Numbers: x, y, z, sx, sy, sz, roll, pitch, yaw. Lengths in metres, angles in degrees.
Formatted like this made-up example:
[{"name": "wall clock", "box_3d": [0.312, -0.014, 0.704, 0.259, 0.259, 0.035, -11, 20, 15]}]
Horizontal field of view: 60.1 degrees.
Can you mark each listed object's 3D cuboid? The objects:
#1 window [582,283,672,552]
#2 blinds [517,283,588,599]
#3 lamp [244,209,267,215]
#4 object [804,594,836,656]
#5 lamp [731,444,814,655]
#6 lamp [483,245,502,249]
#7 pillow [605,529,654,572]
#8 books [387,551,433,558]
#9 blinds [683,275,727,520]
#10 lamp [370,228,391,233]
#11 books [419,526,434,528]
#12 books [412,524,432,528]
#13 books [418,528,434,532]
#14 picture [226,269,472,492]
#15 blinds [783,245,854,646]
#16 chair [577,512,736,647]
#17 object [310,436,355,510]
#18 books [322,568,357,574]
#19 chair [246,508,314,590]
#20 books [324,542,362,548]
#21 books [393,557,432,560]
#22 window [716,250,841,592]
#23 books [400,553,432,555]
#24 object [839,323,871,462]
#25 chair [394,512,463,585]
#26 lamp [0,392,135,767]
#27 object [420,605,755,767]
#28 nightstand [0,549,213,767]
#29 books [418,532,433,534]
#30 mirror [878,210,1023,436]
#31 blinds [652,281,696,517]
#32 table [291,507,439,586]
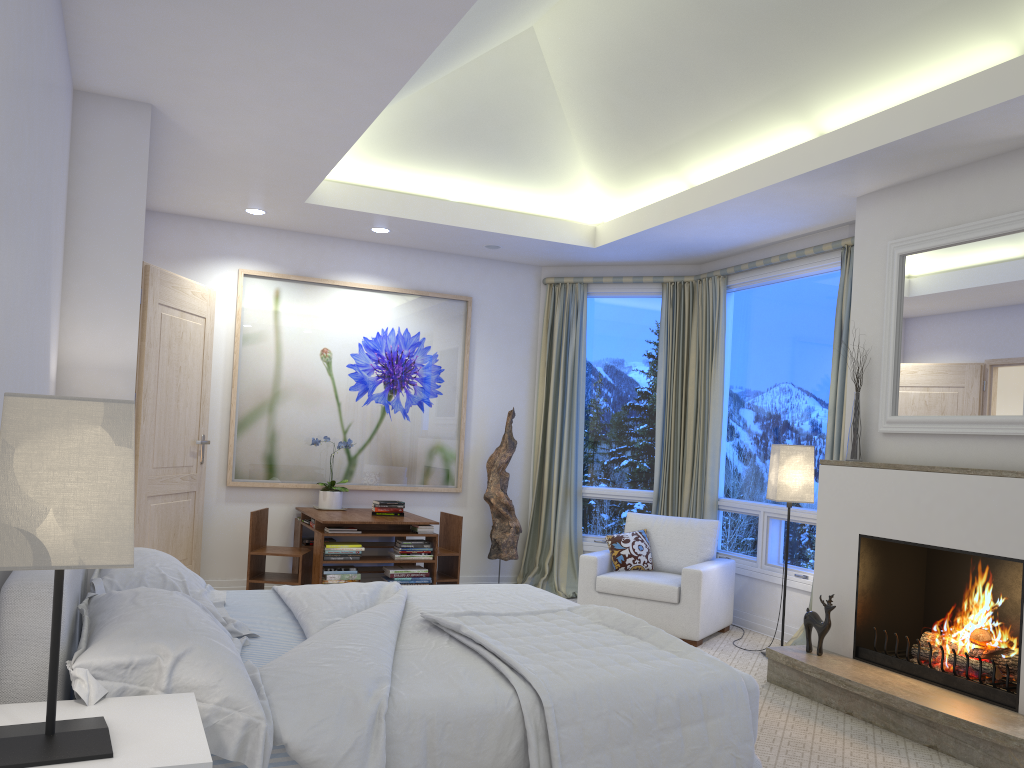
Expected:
[{"name": "window", "box_3d": [1.999, 0.156, 3.977, 0.815, 2.023, 6.847, 4, -3, -24]}, {"name": "blinds", "box_3d": [0.307, 0.394, 6.660, 0.642, 2.373, 0.295, 3, -1, 18]}, {"name": "lamp", "box_3d": [-1.622, -1.084, 5.598, 0.137, 0.014, 0.137, 0, -4, 38]}, {"name": "object", "box_3d": [1.512, 1.182, 4.354, 0.097, 0.307, 0.179, 4, -1, -37]}, {"name": "lamp", "box_3d": [1.416, 0.977, 5.631, 0.276, 1.204, 1.530, 3, -2, -11]}, {"name": "lamp", "box_3d": [-0.137, -0.962, 6.256, 0.137, 0.014, 0.137, 0, -4, 38]}, {"name": "pillow", "box_3d": [0.759, 1.067, 5.701, 0.285, 0.272, 0.187, 4, -2, -14]}, {"name": "books", "box_3d": [-0.650, 1.086, 5.646, 0.249, 0.015, 0.180, 5, -4, -24]}, {"name": "blinds", "box_3d": [1.268, 0.424, 6.227, 0.267, 2.366, 0.524, 3, -1, -31]}, {"name": "lamp", "box_3d": [-0.880, -1.023, 5.927, 0.137, 0.014, 0.137, 0, -4, 38]}, {"name": "books", "box_3d": [-0.569, 0.906, 5.652, 0.100, 0.012, 0.140, 5, -4, -24]}, {"name": "books", "box_3d": [-0.569, 0.906, 5.652, 0.103, 0.013, 0.143, 5, -4, -24]}, {"name": "books", "box_3d": [-0.575, 0.924, 5.656, 0.108, 0.020, 0.151, 5, -4, -24]}, {"name": "picture", "box_3d": [-1.108, 0.018, 6.284, 1.682, 1.459, 0.030, 4, -1, -24]}, {"name": "blinds", "box_3d": [1.827, 0.375, 4.966, 0.228, 2.366, 0.660, 3, -1, -19]}, {"name": "chair", "box_3d": [0.924, 1.199, 5.621, 0.805, 0.706, 0.689, 2, -2, 31]}, {"name": "object", "box_3d": [-1.252, 0.611, 6.092, 0.305, 0.504, 0.216, 4, -1, -24]}, {"name": "books", "box_3d": [-1.064, 1.146, 5.427, 0.205, 0.019, 0.119, 5, -4, -24]}, {"name": "chair", "box_3d": [-1.474, 1.121, 5.684, 0.340, 0.610, 0.340, 3, -1, 1]}, {"name": "books", "box_3d": [-1.053, 0.990, 5.452, 0.217, 0.019, 0.157, 5, -4, -24]}, {"name": "books", "box_3d": [-0.644, 1.100, 5.643, 0.240, 0.017, 0.173, 4, -4, -19]}, {"name": "window", "box_3d": [1.759, 0.248, 5.674, 0.206, 2.025, 1.513, 3, -2, -24]}, {"name": "books", "box_3d": [-0.633, 1.074, 5.639, 0.205, 0.011, 0.148, 5, -4, -24]}, {"name": "object", "box_3d": [1.705, 0.039, 4.415, 0.189, 0.692, 0.193, 3, -1, 4]}, {"name": "chair", "box_3d": [-0.578, 1.193, 6.056, 0.341, 0.610, 0.340, 4, -1, -29]}, {"name": "lamp", "box_3d": [-0.760, 0.313, 1.485, 0.210, 0.582, 0.210, 4, -1, -29]}, {"name": "object", "box_3d": [0.175, 0.972, 2.709, 0.719, 0.466, 0.913, 4, -3, -28]}, {"name": "nightstand", "box_3d": [-1.203, 0.945, 2.526, 0.401, 0.599, 2.551, 4, -3, -24]}, {"name": "books", "box_3d": [-0.574, 0.941, 5.651, 0.101, 0.012, 0.140, 5, -4, -24]}, {"name": "mirror", "box_3d": [2.000, -0.245, 3.969, 0.039, 0.939, 0.840, 3, -2, -24]}, {"name": "blinds", "box_3d": [1.150, 0.426, 6.379, 0.524, 2.369, 0.270, 3, -1, 20]}, {"name": "table", "box_3d": [-0.995, 1.163, 5.864, 0.741, 0.599, 0.900, 4, -3, -24]}]
